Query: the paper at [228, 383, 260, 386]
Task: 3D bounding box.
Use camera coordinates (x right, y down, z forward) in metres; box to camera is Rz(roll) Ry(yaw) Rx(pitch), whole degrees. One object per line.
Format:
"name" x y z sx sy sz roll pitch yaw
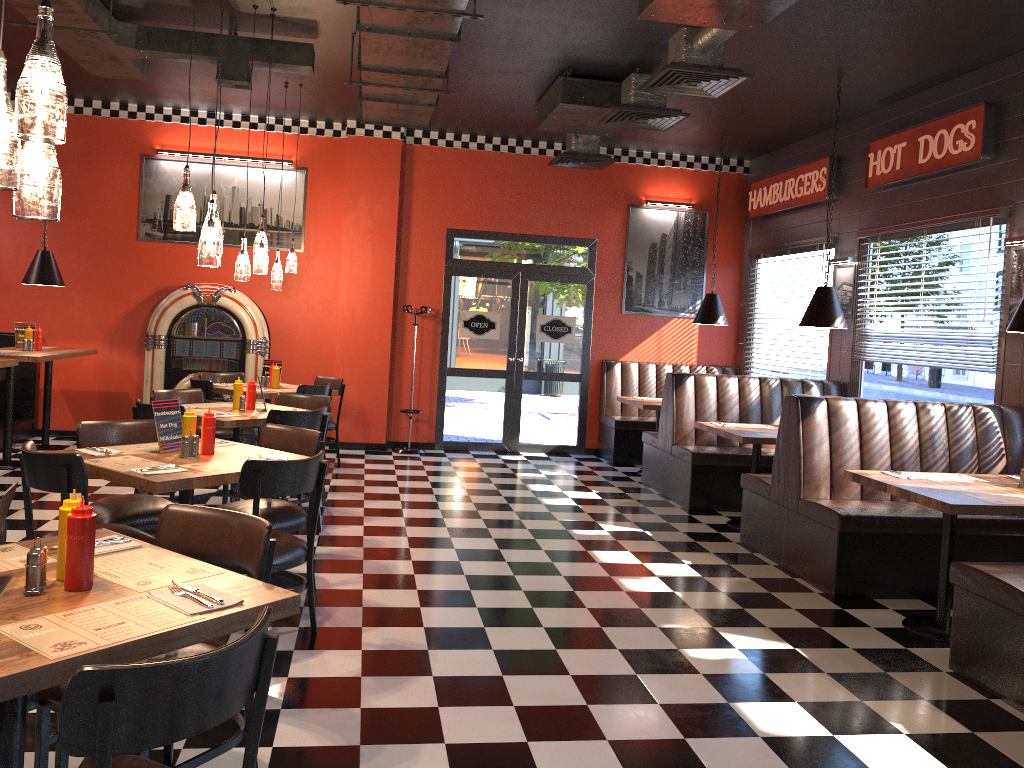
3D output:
"paper" -2.605 0.005 8.615 0.261 0.001 0.365 6 5 37

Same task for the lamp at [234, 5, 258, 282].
"lamp" -1.877 -1.715 6.321 0.108 1.963 0.108 3 1 2

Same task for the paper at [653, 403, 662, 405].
"paper" 1.645 0.213 9.144 0.365 0.001 0.261 2 4 -12

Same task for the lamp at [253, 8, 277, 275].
"lamp" -1.755 -1.770 6.353 0.108 1.963 0.108 3 1 -27

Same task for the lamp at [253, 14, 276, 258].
"lamp" -1.790 -1.893 6.474 0.108 1.963 0.108 4 2 37

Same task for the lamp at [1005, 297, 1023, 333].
"lamp" 2.962 -1.293 4.798 0.381 2.042 0.383 3 2 -28

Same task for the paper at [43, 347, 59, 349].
"paper" -4.796 -0.372 8.978 0.261 0.001 0.366 3 4 -7

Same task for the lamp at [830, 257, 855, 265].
"lamp" 3.160 -1.172 8.468 0.081 0.056 0.335 3 4 -9

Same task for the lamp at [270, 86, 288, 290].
"lamp" -2.218 -1.884 8.515 0.108 1.963 0.108 3 2 -28

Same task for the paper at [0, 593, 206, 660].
"paper" -0.940 0.549 2.034 0.261 0.001 0.365 6 5 36

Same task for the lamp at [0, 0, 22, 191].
"lamp" -1.174 -1.445 2.079 0.108 1.963 0.108 3 1 -22

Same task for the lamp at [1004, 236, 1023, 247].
"lamp" 3.546 -0.989 6.107 0.081 0.056 0.335 3 4 -9

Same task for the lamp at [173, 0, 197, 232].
"lamp" -1.560 -1.734 4.343 0.108 1.963 0.108 2 2 -37

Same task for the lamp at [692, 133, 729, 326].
"lamp" 2.192 -1.657 9.499 0.382 2.042 0.382 4 2 39

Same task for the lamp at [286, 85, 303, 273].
"lamp" -2.051 -2.041 8.434 0.108 1.963 0.108 4 1 23

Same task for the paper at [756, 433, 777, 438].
"paper" 2.083 0.399 6.781 0.365 0.001 0.261 3 4 -8

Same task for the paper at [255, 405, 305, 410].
"paper" -1.789 0.182 6.711 0.366 0.001 0.261 6 5 34

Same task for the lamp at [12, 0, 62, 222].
"lamp" -1.137 -1.392 2.197 0.108 1.963 0.108 4 2 37

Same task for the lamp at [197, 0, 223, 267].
"lamp" -1.413 -1.549 4.270 0.108 1.963 0.108 3 1 2

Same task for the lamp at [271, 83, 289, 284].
"lamp" -2.181 -1.933 8.395 0.108 1.963 0.108 4 2 33

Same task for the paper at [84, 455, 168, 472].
"paper" -1.767 0.363 4.059 0.366 0.001 0.261 6 5 34

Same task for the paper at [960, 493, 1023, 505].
"paper" 2.508 0.580 4.468 0.365 0.001 0.261 2 4 -12

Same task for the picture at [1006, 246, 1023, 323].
"picture" 3.562 -0.686 6.124 0.012 0.536 0.352 3 2 -10

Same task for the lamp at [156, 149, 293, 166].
"lamp" -3.157 -2.496 9.775 1.443 0.056 0.081 3 3 -9

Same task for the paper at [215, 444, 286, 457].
"paper" -1.396 0.347 4.616 0.366 0.001 0.261 6 5 34

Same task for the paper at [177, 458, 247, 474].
"paper" -1.330 0.382 4.155 0.261 0.001 0.365 6 5 33

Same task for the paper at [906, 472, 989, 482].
"paper" 2.512 0.537 5.107 0.365 0.001 0.261 3 4 -9

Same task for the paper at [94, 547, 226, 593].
"paper" -1.023 0.514 2.474 0.366 0.001 0.261 6 5 35

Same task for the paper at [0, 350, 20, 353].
"paper" -4.638 -0.297 8.010 0.261 0.001 0.366 3 4 -7

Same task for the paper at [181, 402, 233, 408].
"paper" -2.250 0.159 6.649 0.261 0.001 0.365 6 5 34

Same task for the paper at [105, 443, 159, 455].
"paper" -1.862 0.327 4.512 0.261 0.001 0.365 6 5 36

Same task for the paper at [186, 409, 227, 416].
"paper" -2.151 0.197 6.181 0.366 0.001 0.261 6 5 37

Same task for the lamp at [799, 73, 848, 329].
"lamp" 2.577 -1.475 7.149 0.381 2.042 0.383 3 2 -28

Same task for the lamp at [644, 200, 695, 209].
"lamp" 1.882 -2.149 10.613 0.610 0.056 0.081 3 3 -9

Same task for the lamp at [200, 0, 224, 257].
"lamp" -1.443 -1.618 4.387 0.108 1.963 0.108 4 2 33

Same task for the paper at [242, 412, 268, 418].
"paper" -1.697 0.217 6.273 0.261 0.001 0.365 6 5 35

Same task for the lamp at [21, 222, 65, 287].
"lamp" -4.460 -1.971 8.518 0.382 2.042 0.382 4 2 32

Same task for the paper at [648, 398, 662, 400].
"paper" 1.645 0.169 9.783 0.365 0.001 0.261 3 4 -9

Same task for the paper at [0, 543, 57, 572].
"paper" -1.485 0.491 2.420 0.261 0.001 0.365 6 5 35

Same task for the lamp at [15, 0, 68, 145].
"lamp" -1.042 -1.548 2.039 0.108 1.963 0.108 3 1 -18

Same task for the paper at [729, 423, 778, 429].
"paper" 2.038 0.352 7.427 0.365 0.001 0.261 3 4 -8
